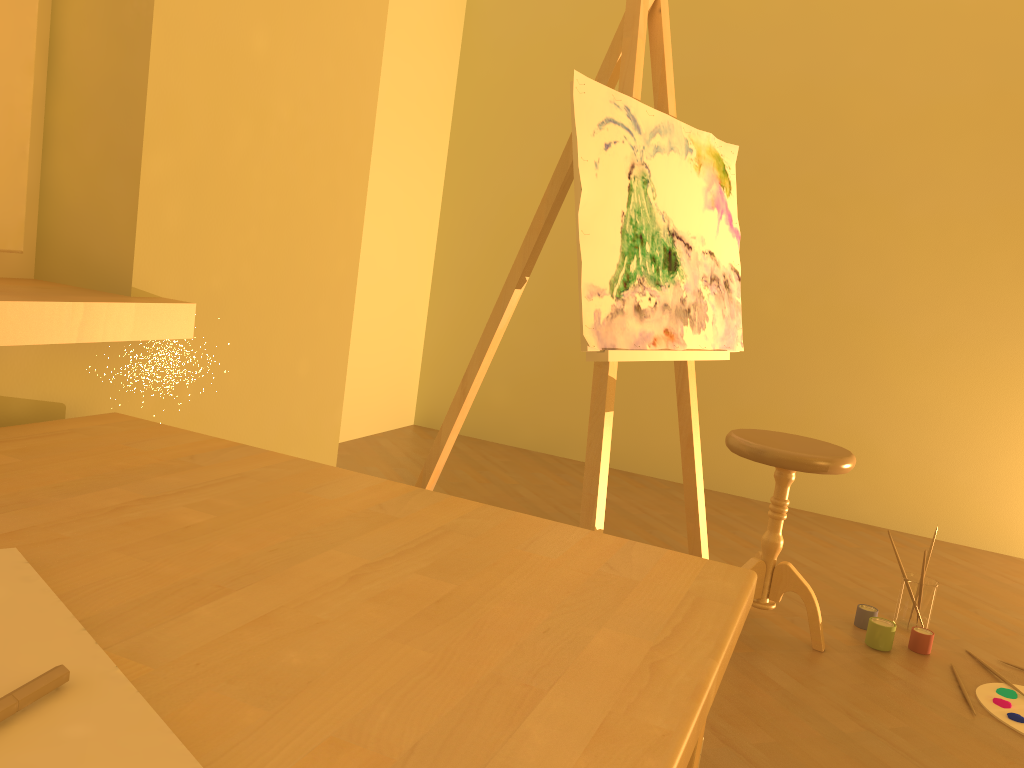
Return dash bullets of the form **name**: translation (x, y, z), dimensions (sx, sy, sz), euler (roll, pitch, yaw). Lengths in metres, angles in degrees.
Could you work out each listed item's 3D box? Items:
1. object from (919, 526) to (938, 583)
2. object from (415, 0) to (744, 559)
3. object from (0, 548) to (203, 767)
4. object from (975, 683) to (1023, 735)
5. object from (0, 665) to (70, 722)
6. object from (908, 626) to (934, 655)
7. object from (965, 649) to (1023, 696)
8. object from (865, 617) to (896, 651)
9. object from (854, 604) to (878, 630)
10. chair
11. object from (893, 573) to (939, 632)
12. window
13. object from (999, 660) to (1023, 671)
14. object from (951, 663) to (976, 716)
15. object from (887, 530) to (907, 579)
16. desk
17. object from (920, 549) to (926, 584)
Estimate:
- **object**: translation (1.269, 0.589, 2.738), dimensions (0.069, 0.319, 0.010), euler (1, 10, -42)
- **object**: translation (0.243, -0.294, 2.724), dimensions (1.132, 1.896, 0.972), euler (8, 8, 3)
- **object**: translation (-0.270, 0.128, 0.348), dimensions (0.210, 0.010, 0.300), euler (1, 11, -43)
- **object**: translation (1.326, 0.827, 2.200), dimensions (0.288, 0.014, 0.366), euler (7, 8, -7)
- **object**: translation (-0.214, 0.134, 0.304), dimensions (0.008, 0.009, 0.166), euler (10, 8, 12)
- **object**: translation (1.172, 0.735, 2.540), dimensions (0.060, 0.060, 0.060), euler (8, 8, 3)
- **object**: translation (1.329, 0.794, 2.437), dimensions (0.010, 0.015, 0.325), euler (8, 8, -1)
- **object**: translation (1.049, 0.712, 2.526), dimensions (0.073, 0.073, 0.073), euler (12, 9, 25)
- **object**: translation (1.066, 0.702, 2.670), dimensions (0.060, 0.060, 0.060), euler (9, 8, 6)
- **chair**: translation (0.741, 0.432, 2.491), dimensions (0.364, 0.551, 0.348), euler (13, 9, 32)
- **object**: translation (1.232, 0.671, 2.708), dimensions (0.106, 0.157, 0.106), euler (7, 8, -7)
- **window**: translation (-0.744, -0.684, 0.257), dimensions (0.142, 1.263, 1.486), euler (11, 8, 21)
- **object**: translation (1.511, 0.822, 2.439), dimensions (0.325, 0.010, 0.010), euler (15, 10, 41)
- **object**: translation (1.177, 0.792, 2.316), dimensions (0.010, 0.010, 0.325), euler (10, 8, 16)
- **object**: translation (1.203, 0.599, 2.706), dimensions (0.159, 0.286, 0.010), euler (10, 8, 16)
- **desk**: translation (-0.419, 0.495, 0.228), dimensions (0.684, 0.720, 1.396), euler (11, 8, 21)
- **object**: translation (1.230, 0.612, 2.665), dimensions (0.010, 0.278, 0.172), euler (13, 9, 33)
